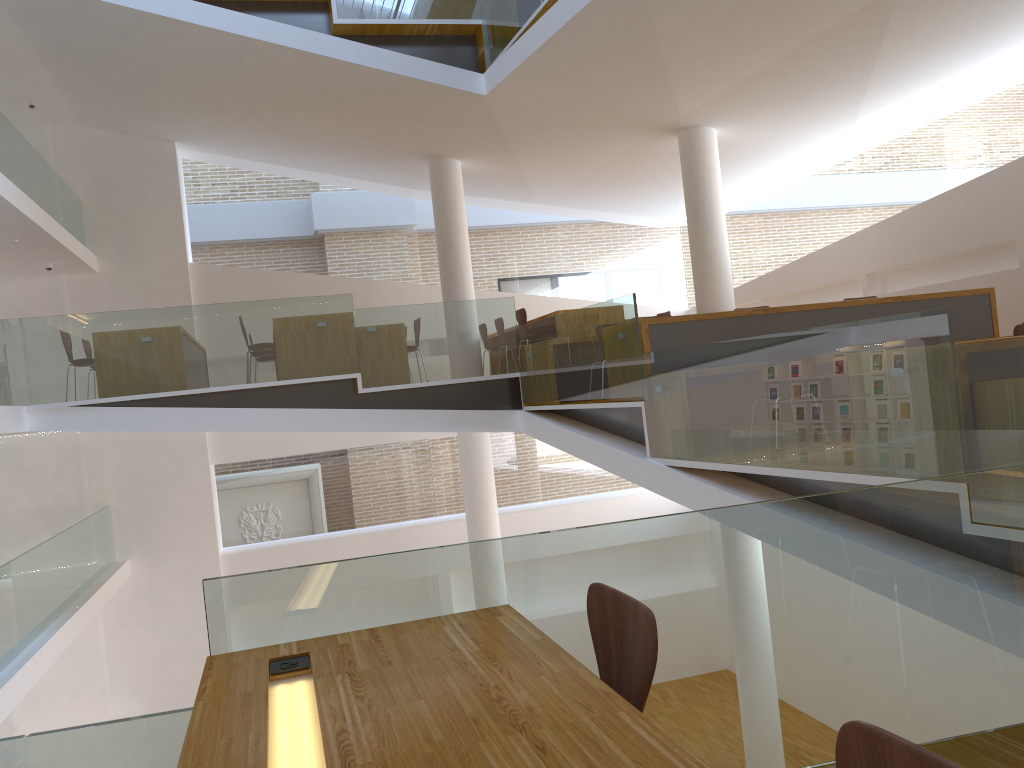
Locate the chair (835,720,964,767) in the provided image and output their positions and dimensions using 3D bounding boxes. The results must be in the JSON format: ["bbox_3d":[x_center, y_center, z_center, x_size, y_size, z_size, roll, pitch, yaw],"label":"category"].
[{"bbox_3d":[0.361,0.792,0.950,0.381,0.693,0.428,-6,0,-15],"label":"chair"}]

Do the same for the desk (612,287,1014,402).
[{"bbox_3d":[2.515,-0.132,7.085,3.216,1.022,1.248,-6,0,-15],"label":"desk"}]

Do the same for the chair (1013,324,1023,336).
[{"bbox_3d":[3.917,-0.110,6.818,0.428,0.693,0.381,-6,0,-15],"label":"chair"}]

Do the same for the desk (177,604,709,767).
[{"bbox_3d":[-0.169,1.054,0.660,1.285,0.918,3.236,-6,0,-15],"label":"desk"}]

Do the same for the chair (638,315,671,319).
[{"bbox_3d":[1.296,-0.251,7.530,0.428,0.693,0.381,-6,0,-15],"label":"chair"}]

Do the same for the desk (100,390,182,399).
[{"bbox_3d":[-3.821,-0.152,9.667,0.760,0.606,3.194,-6,0,-15],"label":"desk"}]

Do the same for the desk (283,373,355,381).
[{"bbox_3d":[-2.053,-0.264,10.145,1.248,0.757,3.196,-6,0,-15],"label":"desk"}]

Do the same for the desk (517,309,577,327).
[{"bbox_3d":[0.699,-0.403,10.957,1.247,0.762,3.194,-6,0,-15],"label":"desk"}]

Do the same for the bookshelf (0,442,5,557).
[{"bbox_3d":[-5.844,1.516,9.138,0.498,1.836,2.984,-6,0,-15],"label":"bookshelf"}]

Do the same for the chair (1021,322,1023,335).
[{"bbox_3d":[3.329,-0.056,5.229,0.428,0.693,0.381,-6,0,-15],"label":"chair"}]

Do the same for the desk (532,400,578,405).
[{"bbox_3d":[1.882,-0.266,9.023,3.356,0.606,0.760,-6,0,-15],"label":"desk"}]

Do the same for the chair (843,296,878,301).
[{"bbox_3d":[3.300,-0.465,8.037,0.428,0.693,0.381,-6,0,-15],"label":"chair"}]

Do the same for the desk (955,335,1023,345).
[{"bbox_3d":[3.537,0.047,4.278,3.243,0.785,1.527,-6,0,-15],"label":"desk"}]

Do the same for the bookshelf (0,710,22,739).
[{"bbox_3d":[-5.627,3.541,9.131,0.498,1.836,2.984,-6,0,-15],"label":"bookshelf"}]

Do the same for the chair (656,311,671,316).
[{"bbox_3d":[1.657,-0.482,10.406,0.381,0.693,0.428,-6,0,-15],"label":"chair"}]

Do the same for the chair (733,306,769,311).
[{"bbox_3d":[2.229,-0.351,7.784,0.428,0.693,0.381,-6,0,-15],"label":"chair"}]

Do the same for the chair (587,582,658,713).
[{"bbox_3d":[0.109,0.823,1.888,0.381,0.693,0.428,-6,0,-15],"label":"chair"}]

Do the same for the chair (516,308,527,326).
[{"bbox_3d":[0.284,-0.481,9.671,0.381,0.693,0.428,-6,0,-15],"label":"chair"}]
